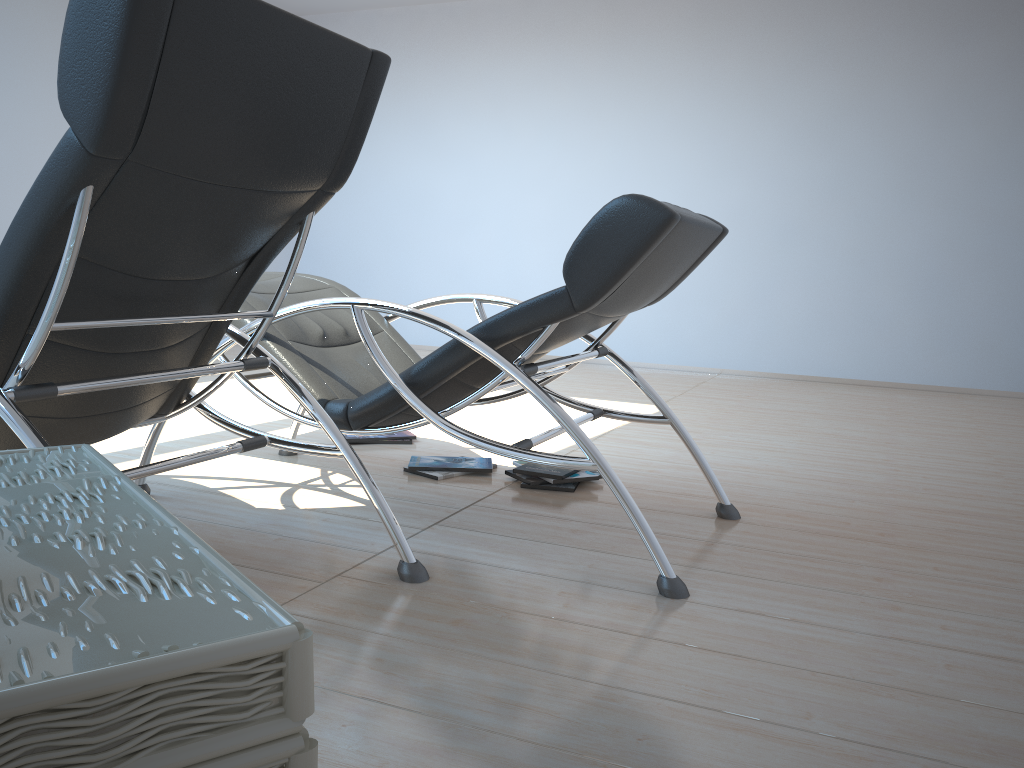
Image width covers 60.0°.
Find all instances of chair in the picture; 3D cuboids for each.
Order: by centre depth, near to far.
[{"bbox_3d":[-1.224,-0.181,2.118,1.938,1.251,0.836,5,8,23],"label":"chair"},{"bbox_3d":[-0.374,-0.094,2.826,2.114,0.953,0.836,5,8,23],"label":"chair"}]

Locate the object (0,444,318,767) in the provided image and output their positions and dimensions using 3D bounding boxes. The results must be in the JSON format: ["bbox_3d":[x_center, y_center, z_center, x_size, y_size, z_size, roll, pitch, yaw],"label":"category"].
[{"bbox_3d":[-0.663,0.398,0.740,0.745,0.518,0.744,-4,9,-37],"label":"object"}]

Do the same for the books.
[{"bbox_3d":[-2.083,0.164,3.195,4.790,0.222,1.045,1,8,-10],"label":"books"}]
